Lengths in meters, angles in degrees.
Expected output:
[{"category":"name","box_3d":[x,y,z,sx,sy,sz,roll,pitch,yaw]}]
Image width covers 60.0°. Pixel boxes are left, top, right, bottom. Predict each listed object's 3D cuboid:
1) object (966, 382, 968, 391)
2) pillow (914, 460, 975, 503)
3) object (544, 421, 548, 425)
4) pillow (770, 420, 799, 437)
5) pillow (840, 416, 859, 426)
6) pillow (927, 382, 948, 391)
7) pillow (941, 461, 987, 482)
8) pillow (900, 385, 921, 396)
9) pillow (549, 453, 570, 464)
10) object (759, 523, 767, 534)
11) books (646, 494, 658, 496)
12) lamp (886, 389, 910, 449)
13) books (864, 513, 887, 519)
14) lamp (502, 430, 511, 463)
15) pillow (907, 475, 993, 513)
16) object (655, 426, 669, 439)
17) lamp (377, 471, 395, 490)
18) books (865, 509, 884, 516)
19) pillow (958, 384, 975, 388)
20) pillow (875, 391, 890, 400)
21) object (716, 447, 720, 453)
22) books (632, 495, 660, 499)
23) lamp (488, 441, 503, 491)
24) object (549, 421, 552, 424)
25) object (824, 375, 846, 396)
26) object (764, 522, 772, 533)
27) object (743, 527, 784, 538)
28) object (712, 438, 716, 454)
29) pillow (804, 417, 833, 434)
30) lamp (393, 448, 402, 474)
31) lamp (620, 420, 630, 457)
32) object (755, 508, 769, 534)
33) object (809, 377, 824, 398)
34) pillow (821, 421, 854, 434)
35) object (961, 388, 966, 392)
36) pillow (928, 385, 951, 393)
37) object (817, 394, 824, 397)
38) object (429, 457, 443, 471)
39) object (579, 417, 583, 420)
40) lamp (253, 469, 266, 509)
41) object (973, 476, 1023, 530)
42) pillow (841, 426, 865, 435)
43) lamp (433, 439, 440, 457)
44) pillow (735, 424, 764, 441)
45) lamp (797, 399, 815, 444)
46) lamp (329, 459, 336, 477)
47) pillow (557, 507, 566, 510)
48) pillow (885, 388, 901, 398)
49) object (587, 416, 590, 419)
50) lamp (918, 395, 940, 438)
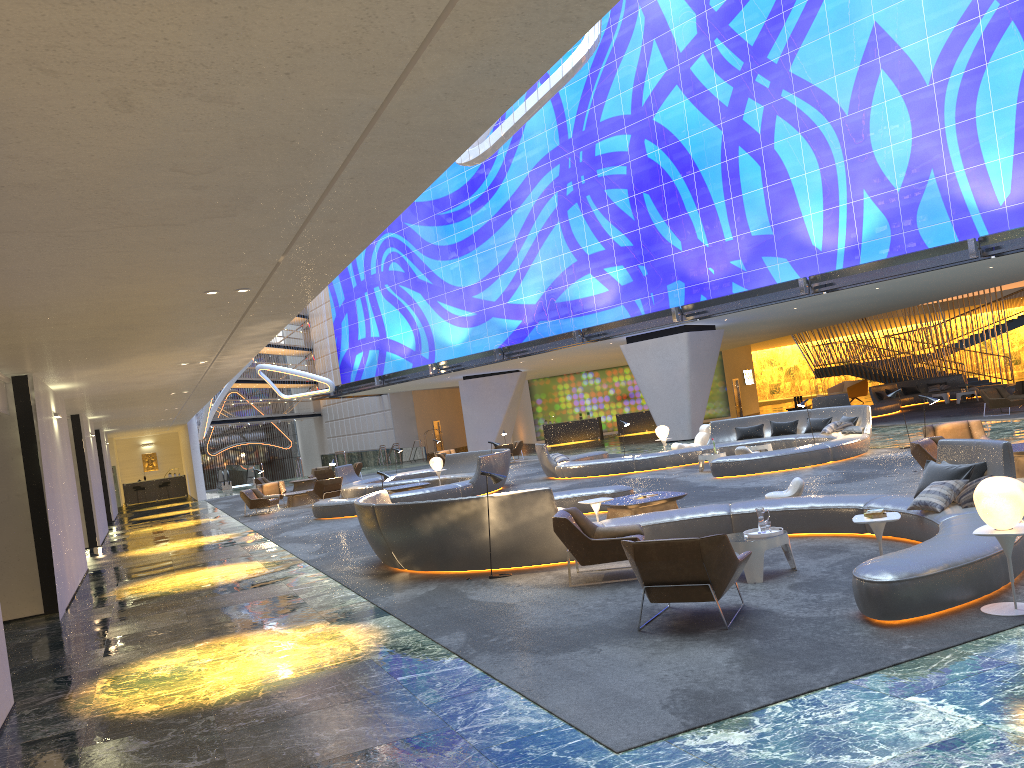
[{"category":"object","box_3d":[16.763,0.094,32.640,0.076,0.356,0.066,-8,0,-31]},{"category":"pillow","box_3d":[4.457,1.000,9.153,0.315,0.386,0.785,-8,-1,-7]},{"category":"object","box_3d":[1.782,2.044,46.564,0.149,0.150,0.149,-8,-1,12]},{"category":"pillow","box_3d":[6.881,1.112,22.440,0.761,0.417,0.281,-9,-1,35]},{"category":"pillow","box_3d":[7.839,0.934,20.791,0.317,0.366,0.775,-8,-1,-6]},{"category":"pillow","box_3d":[17.304,0.112,36.069,0.776,0.366,0.316,-8,-1,19]},{"category":"pillow","box_3d":[4.638,1.003,9.265,0.295,0.369,0.770,-8,-1,-10]},{"category":"pillow","box_3d":[16.286,0.255,36.195,0.784,0.386,0.315,-8,-1,-6]},{"category":"pillow","box_3d":[1.226,2.005,24.082,0.691,0.262,0.878,-8,-2,-14]},{"category":"object","box_3d":[2.457,1.423,8.657,0.071,0.118,0.071,-8,-1,-40]},{"category":"books","box_3d":[2.107,1.686,13.451,0.133,0.012,0.189,-7,-2,-33]},{"category":"lamp","box_3d":[8.352,0.757,19.103,0.385,1.300,0.201,-8,0,21]},{"category":"books","box_3d":[3.146,1.134,7.673,0.128,0.030,0.182,-8,-2,-1]},{"category":"lamp","box_3d":[-0.237,2.461,34.747,0.202,1.300,0.384,-8,0,-6]},{"category":"pillow","box_3d":[4.392,1.091,8.805,0.875,0.280,0.684,-8,-2,14]},{"category":"object","box_3d":[4.233,1.363,24.948,0.366,0.387,0.319,-7,-1,-41]},{"category":"lamp","box_3d":[-1.985,2.039,14.281,0.385,1.300,0.201,-8,0,27]},{"category":"books","box_3d":[3.139,1.108,7.671,0.134,0.022,0.188,-9,-2,28]},{"category":"pillow","box_3d":[18.151,0.080,35.393,0.444,0.207,0.444,-7,-2,-36]},{"category":"pillow","box_3d":[14.776,0.455,35.338,0.767,0.369,0.296,-7,-1,-44]},{"category":"object","box_3d":[4.628,1.492,19.972,0.071,0.118,0.151,-8,-1,-13]},{"category":"books","box_3d":[2.006,1.694,13.452,0.395,0.039,0.301,-8,-2,-9]},{"category":"lamp","box_3d":[-0.406,2.095,22.779,0.384,1.300,0.202,-8,0,-5]},{"category":"object","box_3d":[2.024,2.028,46.512,0.108,0.108,0.111,-8,-1,12]},{"category":"object","box_3d":[17.809,0.220,48.728,1.204,1.664,0.476,-8,0,-13]},{"category":"object","box_3d":[2.516,1.417,8.710,0.071,0.118,0.071,-8,-1,35]},{"category":"object","box_3d":[2.484,1.466,8.754,0.380,0.038,0.382,-7,-2,-31]},{"category":"object","box_3d":[4.533,1.381,19.841,0.077,0.356,0.066,-8,0,34]},{"category":"pillow","box_3d":[7.521,1.006,21.776,0.314,0.386,0.786,-8,-1,-31]},{"category":"lamp","box_3d":[-3.861,2.819,30.256,0.384,1.300,0.202,-8,0,-5]},{"category":"lamp","box_3d":[3.224,1.662,24.986,0.385,1.300,0.201,-8,0,43]},{"category":"object","box_3d":[2.485,1.357,8.804,0.130,0.252,0.103,-8,0,-40]},{"category":"object","box_3d":[16.755,0.366,48.695,0.477,1.664,1.202,-8,0,32]},{"category":"pillow","box_3d":[7.651,1.004,20.818,0.879,0.262,0.691,-9,-2,33]},{"category":"object","box_3d":[16.695,0.228,32.767,0.151,0.118,0.071,-8,0,13]},{"category":"pillow","box_3d":[17.205,0.165,35.903,0.875,0.262,0.694,-7,-2,-32]},{"category":"object","box_3d":[12.033,0.590,34.553,0.317,0.387,0.367,-8,-1,-16]},{"category":"object","box_3d":[-2.127,2.249,24.946,0.366,0.387,0.318,-8,-1,-16]},{"category":"object","box_3d":[3.593,1.778,46.104,0.150,0.145,0.150,-8,-1,11]},{"category":"lamp","box_3d":[-8.122,3.357,28.544,0.384,1.300,0.202,-8,0,-5]},{"category":"object","box_3d":[3.552,0.865,6.428,0.366,0.387,0.319,-7,-1,-41]},{"category":"pillow","box_3d":[7.598,1.041,19.745,0.445,0.207,0.442,-9,-2,29]},{"category":"lamp","box_3d":[-3.077,2.921,36.761,0.384,1.300,0.202,-8,0,-5]},{"category":"pillow","box_3d":[6.115,1.254,22.798,0.770,0.369,0.294,-9,-1,21]},{"category":"lamp","box_3d":[7.043,1.005,21.124,0.383,1.300,0.202,-8,0,-30]},{"category":"lamp","box_3d":[-5.282,2.896,26.530,0.202,1.300,0.384,-8,0,-6]},{"category":"pillow","box_3d":[0.582,1.672,11.081,0.879,0.262,0.691,-9,-2,29]},{"category":"pillow","box_3d":[15.419,0.360,35.891,0.757,0.417,0.282,-7,-1,-30]},{"category":"object","box_3d":[3.992,1.721,46.038,0.150,0.145,0.150,-8,-1,11]},{"category":"lamp","box_3d":[6.923,0.810,14.617,0.385,1.300,0.201,-8,0,30]}]
